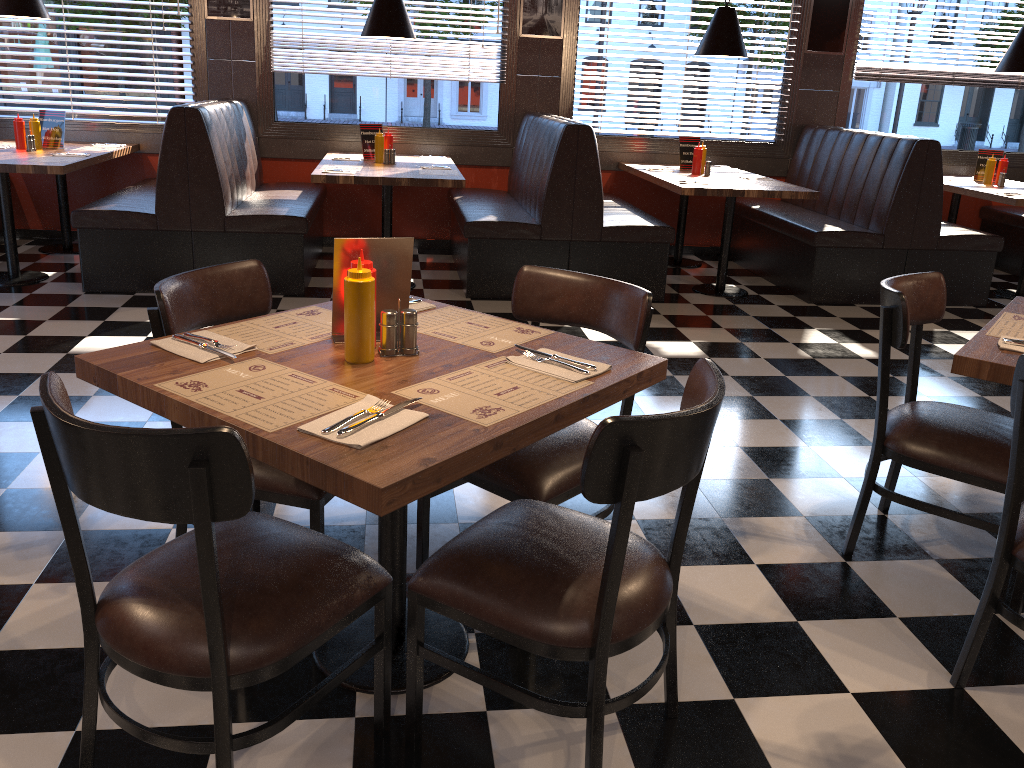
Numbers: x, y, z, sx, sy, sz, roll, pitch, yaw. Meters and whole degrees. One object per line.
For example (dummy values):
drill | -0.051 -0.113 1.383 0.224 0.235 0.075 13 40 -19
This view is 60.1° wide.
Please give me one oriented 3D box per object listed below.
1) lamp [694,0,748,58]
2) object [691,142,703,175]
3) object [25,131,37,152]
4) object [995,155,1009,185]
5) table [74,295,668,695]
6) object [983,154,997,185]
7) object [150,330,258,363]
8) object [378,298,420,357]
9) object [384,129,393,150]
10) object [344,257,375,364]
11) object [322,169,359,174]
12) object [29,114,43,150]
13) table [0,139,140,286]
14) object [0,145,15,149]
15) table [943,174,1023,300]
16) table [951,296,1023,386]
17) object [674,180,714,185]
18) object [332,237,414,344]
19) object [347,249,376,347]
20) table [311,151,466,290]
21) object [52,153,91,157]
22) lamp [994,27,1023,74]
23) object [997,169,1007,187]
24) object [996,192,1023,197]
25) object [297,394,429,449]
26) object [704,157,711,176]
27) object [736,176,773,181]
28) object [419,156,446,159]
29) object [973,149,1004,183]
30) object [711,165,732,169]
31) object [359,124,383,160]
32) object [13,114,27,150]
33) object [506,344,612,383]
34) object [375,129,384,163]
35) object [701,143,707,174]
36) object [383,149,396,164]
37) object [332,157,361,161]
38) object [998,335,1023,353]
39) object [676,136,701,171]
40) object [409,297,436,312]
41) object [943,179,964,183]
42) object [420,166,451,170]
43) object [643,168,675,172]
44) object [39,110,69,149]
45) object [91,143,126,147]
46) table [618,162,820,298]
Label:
lamp | 1.563 -3.337 6.124 0.382 2.019 0.386 -6 19 -26
object | 1.393 -1.693 6.650 0.068 0.235 0.068 7 18 14
object | -3.239 -1.635 5.958 0.047 0.134 0.095 0 18 -8
object | 3.903 -1.705 7.054 0.068 0.235 0.068 -4 18 -20
table | -0.312 0.304 2.157 0.962 0.764 0.967 16 22 35
object | 3.810 -1.712 7.058 0.068 0.235 0.068 -4 18 -20
object | -0.697 -0.089 2.040 0.256 0.019 0.158 17 23 34
object | -0.262 -0.133 2.056 0.094 0.134 0.047 -3 18 -18
object | -0.895 -1.724 6.404 0.068 0.235 0.068 -5 19 -24
object | -0.342 -0.167 1.986 0.068 0.235 0.069 2 17 -3
object | -1.079 -1.357 5.648 0.255 0.019 0.159 2 19 -3
object | -3.259 -1.725 6.058 0.068 0.235 0.068 -11 22 -37
table | -3.271 -1.214 6.109 0.956 0.764 1.714 0 19 -8
object | -3.548 -1.636 6.092 0.255 0.019 0.159 -1 20 -12
table | 3.833 -1.196 7.101 0.956 0.764 1.714 0 19 -8
table | 1.801 0.290 2.508 0.962 0.764 0.967 16 22 35
object | 1.250 -1.384 6.068 0.255 0.019 0.159 0 19 -7
object | -0.340 -0.234 2.150 0.188 0.254 0.073 -3 18 -18
object | -0.352 -0.199 2.075 0.068 0.235 0.069 2 17 -3
table | -0.895 -1.208 6.441 0.956 0.764 1.714 0 19 -8
object | -2.912 -1.506 5.809 0.255 0.019 0.159 0 19 -9
lamp | 3.932 -3.331 6.454 0.384 2.019 0.384 17 22 38
object | 3.846 -1.617 6.947 0.047 0.134 0.095 8 18 16
object | 3.631 -1.364 6.359 0.255 0.019 0.159 2 19 -2
object | -0.265 0.059 1.675 0.158 0.019 0.257 13 22 28
object | 1.464 -1.623 6.615 0.047 0.134 0.095 8 18 16
object | 1.788 -1.526 6.557 0.255 0.019 0.159 0 19 -9
object | -0.638 -1.770 6.907 0.255 0.019 0.159 1 19 -7
object | 3.913 -1.790 7.272 0.189 0.254 0.073 10 18 21
object | 1.685 -1.807 7.354 0.255 0.019 0.159 2 19 -3
object | -1.023 -1.778 6.511 0.189 0.254 0.073 -11 22 -36
object | -3.339 -1.712 6.010 0.068 0.235 0.068 -11 22 -37
object | 0.091 -0.056 2.061 0.256 0.019 0.158 18 24 36
object | -0.947 -1.701 6.329 0.068 0.235 0.068 -5 19 -24
object | 1.438 -1.719 6.730 0.068 0.235 0.068 7 18 14
object | -0.869 -1.629 6.289 0.094 0.134 0.047 -11 22 -36
object | -1.185 -1.644 6.461 0.255 0.019 0.159 0 19 -9
object | 1.447 -0.096 2.376 0.256 0.019 0.159 13 22 28
object | 1.395 -1.804 6.941 0.188 0.254 0.073 -3 18 -18
object | -0.349 -0.217 2.460 0.158 0.019 0.257 18 24 37
object | 3.532 -1.646 7.161 0.255 0.019 0.159 0 19 -8
object | -0.552 -1.511 6.171 0.255 0.019 0.159 -1 19 -12
object | 1.154 -1.658 6.844 0.255 0.019 0.159 -1 19 -12
object | -3.215 -1.777 6.187 0.188 0.254 0.073 3 17 2
object | -3.015 -1.777 6.579 0.255 0.019 0.159 2 19 -3
table | 1.456 -1.202 6.769 0.956 0.764 1.714 0 19 -8
